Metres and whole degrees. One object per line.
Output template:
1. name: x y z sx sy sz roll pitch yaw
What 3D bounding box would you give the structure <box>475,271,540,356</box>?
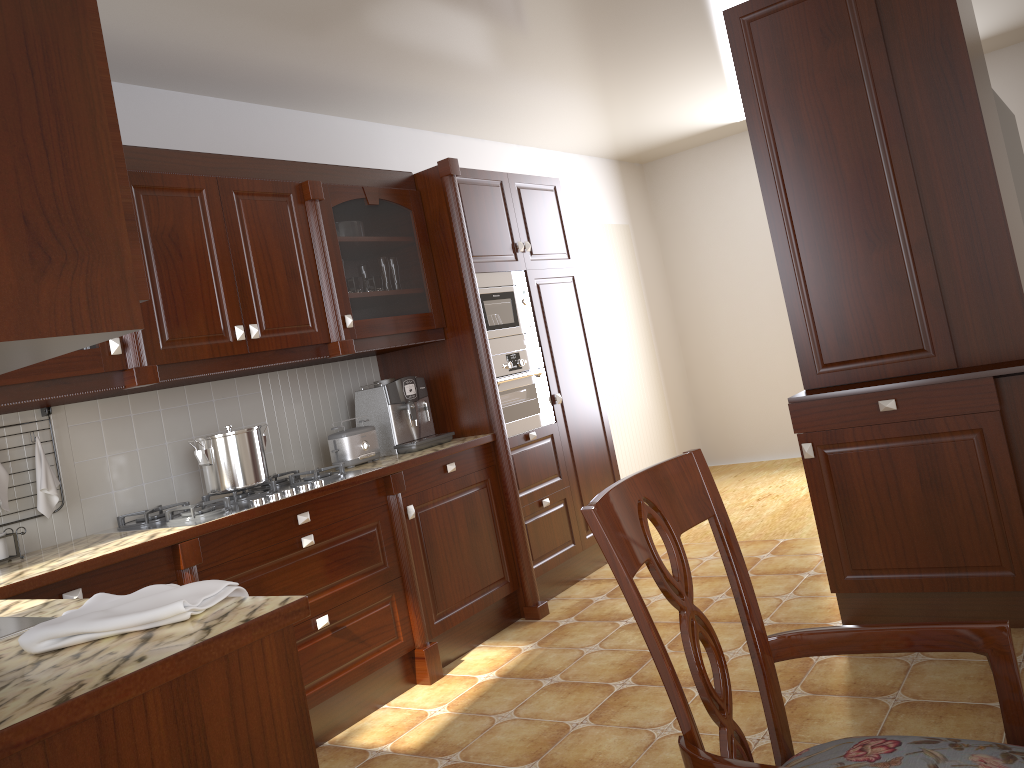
1. structure: -0.160 -0.317 4.240 0.314 0.387 0.498 -12 -1 35

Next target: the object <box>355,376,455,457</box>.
1. object: -0.477 0.130 3.855 0.321 0.323 0.276 -12 -1 35

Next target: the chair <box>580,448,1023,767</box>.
1. chair: 0.400 0.448 0.956 0.456 0.748 0.406 -12 -2 32

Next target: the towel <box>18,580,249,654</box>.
1. towel: -0.622 0.394 1.491 0.330 0.097 0.343 -11 1 -2

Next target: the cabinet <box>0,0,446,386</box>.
1. cabinet: -0.612 -0.492 2.456 1.357 0.781 2.799 -11 1 35

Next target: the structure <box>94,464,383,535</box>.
1. structure: -0.938 0.386 3.111 0.586 0.046 0.821 -10 2 35

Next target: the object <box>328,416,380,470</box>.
1. object: -0.643 0.237 3.609 0.139 0.189 0.244 -12 -1 36

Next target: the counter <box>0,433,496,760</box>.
1. counter: -0.608 0.371 2.527 1.810 0.032 2.801 -10 2 35

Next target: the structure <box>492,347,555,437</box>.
1. structure: 0.041 0.035 4.132 0.040 0.376 0.497 -13 -1 35
